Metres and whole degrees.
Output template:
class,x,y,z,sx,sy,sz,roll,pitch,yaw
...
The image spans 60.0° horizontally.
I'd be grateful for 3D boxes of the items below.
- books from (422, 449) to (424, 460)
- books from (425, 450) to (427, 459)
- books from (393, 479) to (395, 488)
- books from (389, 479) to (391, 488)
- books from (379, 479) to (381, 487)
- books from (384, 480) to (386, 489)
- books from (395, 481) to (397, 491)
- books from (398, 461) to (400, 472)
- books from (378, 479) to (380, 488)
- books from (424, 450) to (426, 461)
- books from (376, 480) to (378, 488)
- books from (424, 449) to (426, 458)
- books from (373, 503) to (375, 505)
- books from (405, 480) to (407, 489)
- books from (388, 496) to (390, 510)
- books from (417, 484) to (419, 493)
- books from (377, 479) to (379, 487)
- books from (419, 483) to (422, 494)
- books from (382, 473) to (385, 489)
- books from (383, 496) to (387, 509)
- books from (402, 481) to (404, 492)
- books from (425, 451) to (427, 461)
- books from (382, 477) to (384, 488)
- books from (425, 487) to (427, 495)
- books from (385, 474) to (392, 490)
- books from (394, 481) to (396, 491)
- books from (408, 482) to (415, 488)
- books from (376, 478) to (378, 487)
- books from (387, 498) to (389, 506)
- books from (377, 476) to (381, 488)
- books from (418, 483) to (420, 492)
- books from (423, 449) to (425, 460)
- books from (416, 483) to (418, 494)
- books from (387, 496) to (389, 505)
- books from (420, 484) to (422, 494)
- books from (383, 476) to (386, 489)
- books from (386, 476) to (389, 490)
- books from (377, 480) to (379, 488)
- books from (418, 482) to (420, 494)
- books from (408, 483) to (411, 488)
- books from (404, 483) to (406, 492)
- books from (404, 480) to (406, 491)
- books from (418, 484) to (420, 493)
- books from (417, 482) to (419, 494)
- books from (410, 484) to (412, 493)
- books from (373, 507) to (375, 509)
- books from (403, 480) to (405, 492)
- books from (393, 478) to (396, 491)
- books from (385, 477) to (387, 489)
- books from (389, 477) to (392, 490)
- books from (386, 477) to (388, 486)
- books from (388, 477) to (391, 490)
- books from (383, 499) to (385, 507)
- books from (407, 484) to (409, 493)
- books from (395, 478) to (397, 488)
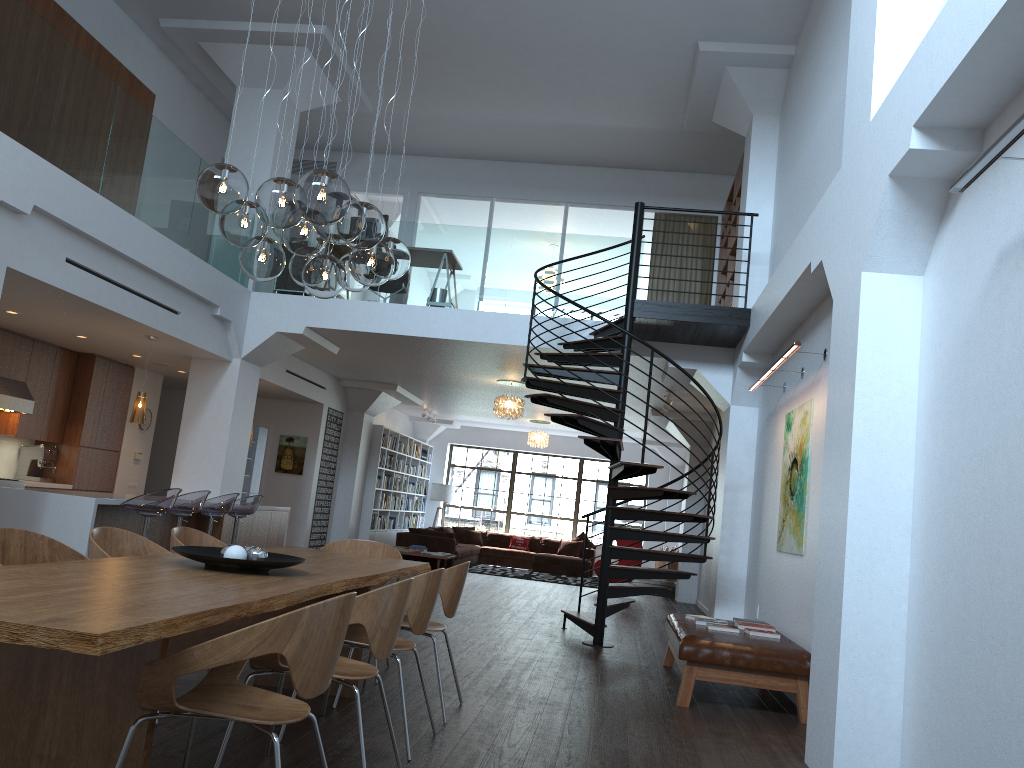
class,x,y,z,sx,sy,sz,roll,pitch,yaw
books,-2.053,1.549,19.613,0.183,0.253,0.042,5,-8,7
books,-2.019,1.590,19.869,0.183,0.253,0.042,5,-8,7
books,-2.382,1.955,17.283,0.161,0.223,0.032,5,-8,7
books,-2.421,1.890,16.965,0.182,0.253,0.034,5,-8,7
books,-2.477,1.828,16.272,0.107,0.167,0.017,5,-8,7
books,-2.460,1.841,16.633,0.170,0.245,0.057,5,-8,7
books,-2.350,2.006,17.553,0.161,0.207,0.135,5,-8,7
books,-2.311,1.620,17.573,0.161,0.223,0.026,5,-8,7
books,-2.489,1.820,16.222,0.120,0.167,0.020,5,-8,7
books,-2.024,1.583,19.826,0.183,0.253,0.042,5,-8,7
books,-2.510,1.794,16.099,0.128,0.178,0.021,5,-8,7
books,-2.035,1.576,19.784,0.183,0.253,0.042,5,-8,7
books,-2.593,2.165,16.079,0.174,0.032,0.254,6,-8,2
books,-2.271,2.101,18.301,0.160,0.251,0.036,5,-8,7
books,-2.446,2.276,17.040,0.183,0.253,0.034,5,-8,7
books,-2.134,2.285,19.381,0.161,0.223,0.032,5,-8,7
books,-2.498,1.808,16.168,0.109,0.171,0.018,5,-8,7
books,-2.111,2.312,19.655,0.183,0.253,0.042,5,-8,7
books,-2.474,1.800,16.511,0.176,0.290,0.053,5,-8,7
books,-2.477,2.241,16.793,0.171,0.246,0.057,5,-8,7
books,-2.293,2.076,18.052,0.161,0.223,0.030,5,-8,7
books,-2.016,1.596,19.913,0.183,0.253,0.042,5,-8,7
books,-2.485,1.793,16.451,0.197,0.283,0.065,5,-8,7
books,-2.042,2.418,20.206,0.182,0.215,0.188,5,-8,7
books,-2.408,1.886,17.062,0.176,0.294,0.102,5,-8,7
books,-2.363,1.973,17.399,0.161,0.223,0.032,5,-8,7
books,-2.167,2.232,19.070,0.140,0.231,0.042,5,-8,7
books,-2.510,1.791,16.078,0.128,0.178,0.022,5,-8,7
books,-2.466,2.272,16.978,0.174,0.240,0.045,5,-8,7
books,-2.486,1.800,16.312,0.140,0.231,0.042,5,-8,7
books,-2.131,2.290,19.493,0.171,0.246,0.039,5,-8,7
books,-2.043,1.562,19.698,0.183,0.253,0.042,5,-8,7
books,-2.146,2.265,19.309,0.174,0.240,0.054,5,-8,7
books,-2.462,2.260,16.940,0.183,0.253,0.034,5,-8,7
books,-2.103,2.335,19.743,0.174,0.236,0.142,5,-8,7
books,-2.462,1.837,16.581,0.174,0.239,0.045,5,-8,7
books,-2.432,1.869,16.826,0.182,0.253,0.034,5,-8,7
books,-2.492,1.821,16.184,0.110,0.153,0.019,5,-8,7
books,-2.126,2.295,19.572,0.180,0.259,0.042,5,-8,7
books,-2.212,2.188,18.706,0.140,0.206,0.042,5,-8,7
books,-2.273,2.098,18.265,0.171,0.246,0.036,5,-8,7
books,-2.284,2.085,18.198,0.183,0.253,0.039,5,-8,7
books,-2.129,2.293,19.532,0.160,0.251,0.039,5,-8,7
books,-2.142,2.275,19.421,0.183,0.253,0.042,5,-8,7
books,-2.204,2.202,18.744,0.139,0.191,0.036,5,-8,7
books,-2.598,2.232,16.075,0.197,0.035,0.284,7,-8,-2
books,-2.286,2.068,18.094,0.174,0.251,0.051,5,-8,7
books,-2.375,1.953,17.326,0.174,0.240,0.054,5,-8,7
books,-2.446,1.864,16.697,0.161,0.223,0.027,5,-8,7
books,-2.407,1.896,16.997,0.182,0.253,0.034,5,-8,7
books,-2.450,1.868,16.757,0.167,0.230,0.037,5,-8,7
books,-2.420,1.891,16.924,0.174,0.239,0.045,5,-8,7
books,-2.506,2.234,16.745,0.174,0.240,0.045,5,-8,7
books,-2.231,2.171,18.502,0.128,0.178,0.020,5,-8,7
books,-2.372,1.963,17.439,0.183,0.253,0.042,5,-8,7
